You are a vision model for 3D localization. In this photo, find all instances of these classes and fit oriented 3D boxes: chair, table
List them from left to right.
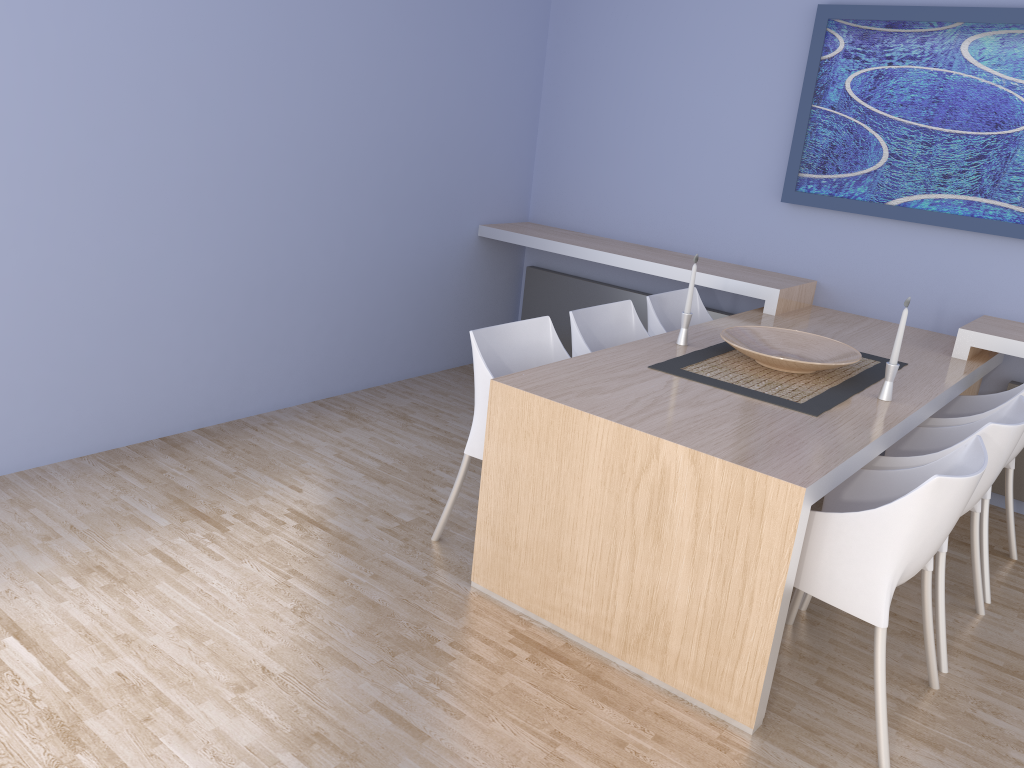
[{"bbox_3d":[0.088,0.205,3.140,0.486,0.793,0.510,19,22,35],"label":"chair"},{"bbox_3d":[0.449,0.104,3.575,0.486,0.793,0.510,19,22,35],"label":"chair"},{"bbox_3d":[0.810,0.003,4.011,0.486,0.793,0.510,19,22,35],"label":"chair"},{"bbox_3d":[1.020,0.253,3.417,1.002,0.718,2.340,19,22,35],"label":"table"},{"bbox_3d":[0.973,0.509,2.477,0.486,0.793,0.510,19,22,35],"label":"chair"},{"bbox_3d":[1.347,0.404,2.928,0.486,0.793,0.510,19,22,36],"label":"chair"},{"bbox_3d":[1.716,0.301,3.373,0.486,0.793,0.510,19,22,35],"label":"chair"}]

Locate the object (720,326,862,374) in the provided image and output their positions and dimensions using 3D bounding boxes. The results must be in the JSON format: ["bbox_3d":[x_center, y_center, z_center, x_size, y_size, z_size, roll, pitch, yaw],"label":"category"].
[{"bbox_3d":[0.999,-0.109,3.213,0.493,0.081,0.493,-6,21,-32],"label":"object"}]

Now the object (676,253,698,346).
[{"bbox_3d":[0.665,-0.317,3.322,0.045,0.349,0.045,3,18,-10],"label":"object"}]

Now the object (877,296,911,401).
[{"bbox_3d":[1.251,-0.116,2.883,0.045,0.349,0.045,19,22,35],"label":"object"}]

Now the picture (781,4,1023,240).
[{"bbox_3d":[1.861,-1.159,3.873,1.252,0.901,0.049,19,22,35],"label":"picture"}]

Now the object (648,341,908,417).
[{"bbox_3d":[0.996,-0.068,3.222,0.594,0.005,0.986,19,22,35],"label":"object"}]

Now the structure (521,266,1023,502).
[{"bbox_3d":[1.564,0.025,4.392,3.843,0.503,0.064,19,22,35],"label":"structure"}]

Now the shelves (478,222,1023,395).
[{"bbox_3d":[1.408,-0.042,4.268,3.901,0.840,0.463,19,22,35],"label":"shelves"}]
